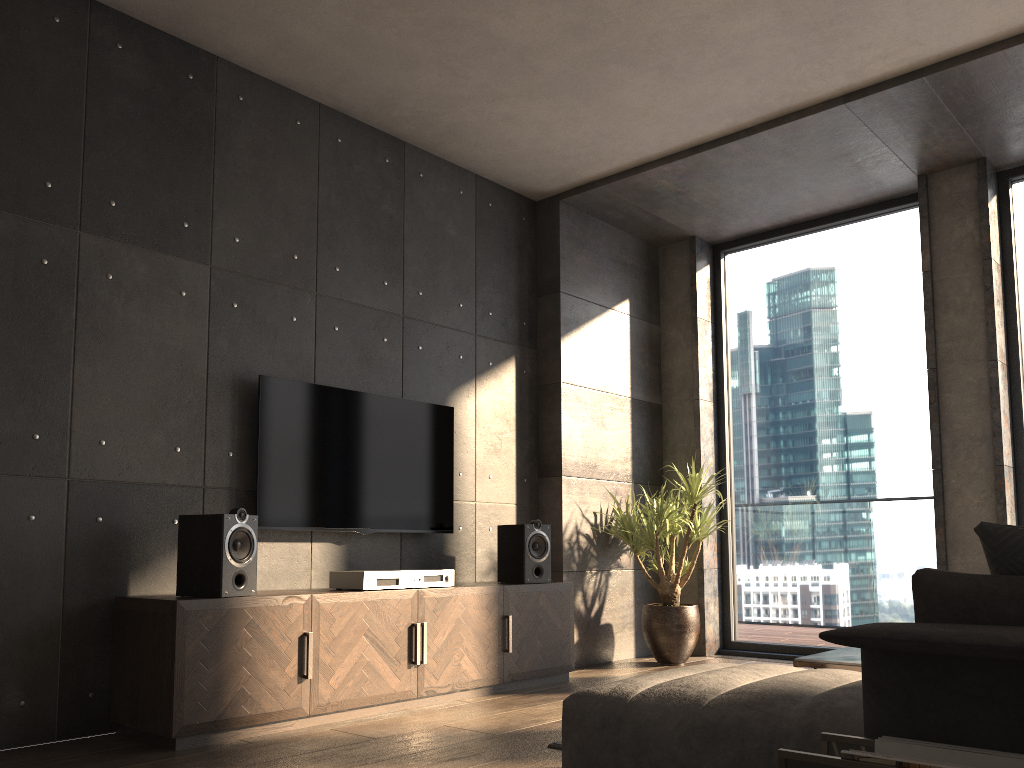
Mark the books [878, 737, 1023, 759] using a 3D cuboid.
[{"bbox_3d":[0.912,0.824,1.502,0.571,0.351,0.068,-9,-10,41],"label":"books"}]

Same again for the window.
[{"bbox_3d":[4.239,-0.019,4.069,7.306,2.969,0.200,-9,-10,41],"label":"window"}]

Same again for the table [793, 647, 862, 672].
[{"bbox_3d":[1.725,1.201,3.382,0.935,0.306,0.937,-9,-14,41],"label":"table"}]

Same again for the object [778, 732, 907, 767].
[{"bbox_3d":[0.824,0.837,1.513,0.671,0.348,0.217,-9,-11,41],"label":"object"}]

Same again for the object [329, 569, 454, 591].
[{"bbox_3d":[-0.571,0.949,4.285,0.272,0.086,0.577,-9,-14,40],"label":"object"}]

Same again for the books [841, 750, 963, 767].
[{"bbox_3d":[0.831,0.810,1.424,0.571,0.351,0.065,-9,-10,41],"label":"books"}]

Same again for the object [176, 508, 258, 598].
[{"bbox_3d":[-1.191,0.683,3.585,0.249,0.351,0.200,-4,-8,26],"label":"object"}]

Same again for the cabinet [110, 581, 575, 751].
[{"bbox_3d":[-0.622,1.273,4.300,0.543,0.545,2.424,-7,-13,41],"label":"cabinet"}]

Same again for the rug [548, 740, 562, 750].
[{"bbox_3d":[1.885,1.269,2.906,3.161,0.020,1.741,-10,-14,41],"label":"rug"}]

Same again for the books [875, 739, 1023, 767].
[{"bbox_3d":[0.899,0.823,1.488,0.571,0.349,0.079,-9,-10,41],"label":"books"}]

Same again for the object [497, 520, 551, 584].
[{"bbox_3d":[0.071,0.949,5.002,0.199,0.351,0.251,5,-9,-38],"label":"object"}]

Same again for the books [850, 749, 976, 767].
[{"bbox_3d":[0.845,0.811,1.428,0.571,0.351,0.065,-9,-10,41],"label":"books"}]

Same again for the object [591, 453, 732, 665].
[{"bbox_3d":[0.950,1.145,5.798,0.952,1.347,1.035,2,-8,-17],"label":"object"}]

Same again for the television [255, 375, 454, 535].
[{"bbox_3d":[-0.770,0.410,4.565,0.057,0.728,1.274,-5,-10,41],"label":"television"}]

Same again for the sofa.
[{"bbox_3d":[1.650,0.719,2.053,2.927,0.775,2.037,-9,-14,40],"label":"sofa"}]

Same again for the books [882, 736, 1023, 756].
[{"bbox_3d":[0.925,0.826,1.511,0.571,0.352,0.063,-9,-10,41],"label":"books"}]
